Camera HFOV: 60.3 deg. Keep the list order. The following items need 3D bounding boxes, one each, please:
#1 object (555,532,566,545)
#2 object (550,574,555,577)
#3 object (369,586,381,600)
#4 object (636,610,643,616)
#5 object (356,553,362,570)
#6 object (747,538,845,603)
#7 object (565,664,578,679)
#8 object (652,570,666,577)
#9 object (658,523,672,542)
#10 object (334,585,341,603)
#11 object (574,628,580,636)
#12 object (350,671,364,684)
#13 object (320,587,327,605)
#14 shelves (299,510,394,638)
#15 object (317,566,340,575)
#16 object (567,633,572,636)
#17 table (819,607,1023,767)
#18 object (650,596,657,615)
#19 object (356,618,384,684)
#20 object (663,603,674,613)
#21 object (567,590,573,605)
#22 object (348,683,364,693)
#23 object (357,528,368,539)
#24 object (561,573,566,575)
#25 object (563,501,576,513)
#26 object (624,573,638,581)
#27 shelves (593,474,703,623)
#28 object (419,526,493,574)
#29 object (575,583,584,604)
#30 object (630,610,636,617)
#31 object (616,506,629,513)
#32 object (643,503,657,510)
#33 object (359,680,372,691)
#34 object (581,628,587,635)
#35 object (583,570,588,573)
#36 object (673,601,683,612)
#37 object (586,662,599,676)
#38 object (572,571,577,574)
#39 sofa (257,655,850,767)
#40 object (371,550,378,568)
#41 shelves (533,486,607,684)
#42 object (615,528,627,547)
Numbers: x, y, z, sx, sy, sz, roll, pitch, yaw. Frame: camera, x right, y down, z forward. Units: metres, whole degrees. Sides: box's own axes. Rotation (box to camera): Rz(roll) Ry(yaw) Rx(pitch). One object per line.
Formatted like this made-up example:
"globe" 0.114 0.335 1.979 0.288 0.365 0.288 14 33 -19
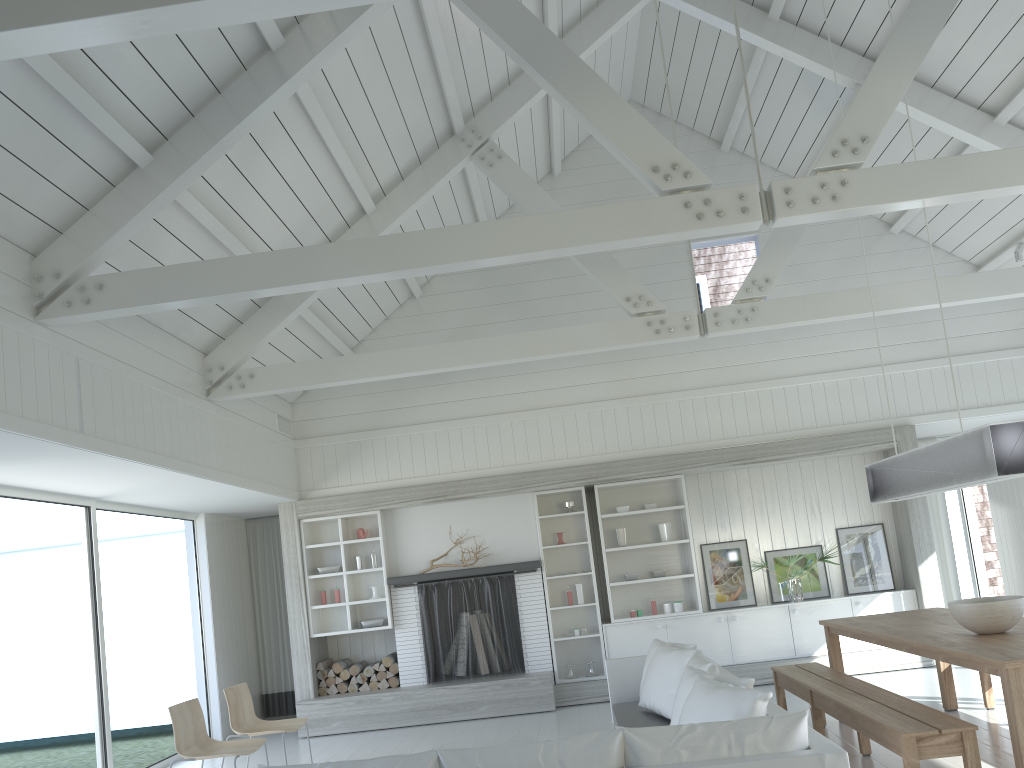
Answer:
"object" 0.515 1.648 9.375 0.137 0.128 0.139 2 -13 -44
"object" 0.424 2.014 9.276 0.054 0.025 0.055 -7 -11 3
"object" -1.453 2.214 9.352 0.136 0.128 0.139 -5 -9 -10
"object" 1.339 2.405 9.259 0.058 0.060 0.058 -4 -9 -19
"object" -1.631 1.888 9.399 0.054 0.194 0.055 -7 -6 4
"object" 2.936 1.908 8.995 0.971 0.622 0.630 -7 -9 1
"object" 0.613 3.009 9.236 0.137 0.128 0.139 2 -13 -44
"object" 1.574 2.025 9.407 0.141 0.065 0.143 -7 -11 3
"object" 1.624 1.569 9.304 0.102 0.194 0.104 0 -10 -42
"object" -1.858 2.234 9.381 0.054 0.194 0.055 -7 -6 4
"object" 0.684 2.608 9.276 0.054 0.070 0.055 -7 -8 2
"object" -1.651 3.147 9.464 0.080 0.079 0.485 -7 -12 1
"object" -2.008 2.253 9.389 0.054 0.194 0.055 -7 -6 4
"shelves" -1.728 2.041 9.500 0.866 1.225 0.555 -7 -7 3
"object" -1.956 1.994 9.427 0.241 0.071 0.246 -4 -12 -12
"object" 0.610 2.641 9.278 0.054 0.025 0.055 -7 -11 3
"table" 2.771 1.849 5.307 0.906 0.753 2.990 -7 -12 2
"object" 1.486 2.318 9.247 0.054 0.194 0.055 -7 -6 2
"object" -1.527 2.858 9.460 0.340 0.636 0.622 -5 -9 -12
"object" 1.649 2.355 9.271 0.092 0.094 0.090 -13 -11 36
"object" 0.611 2.237 9.315 0.054 0.194 0.055 -7 -6 2
"object" -1.653 3.223 9.478 0.105 0.113 0.524 -7 -12 2
"object" -1.603 1.600 9.415 0.059 0.125 0.234 0 -12 -42
"object" 0.546 2.010 9.324 0.054 0.025 0.055 -7 -11 3
"object" 0.615 1.315 9.374 0.163 0.122 0.162 -14 -12 35
"object" 1.258 2.036 9.283 0.141 0.065 0.143 -7 -11 3
"shelves" 1.429 1.765 9.443 0.939 1.427 0.612 -7 -7 3
"object" -0.551 1.700 9.201 0.781 0.496 0.464 -1 -10 -27
"object" 0.715 2.216 9.307 0.072 0.209 0.072 -7 -7 2
"object" 1.268 2.404 9.237 0.054 0.070 0.055 -4 -9 -18
"object" 1.176 1.338 9.357 0.141 0.065 0.143 -7 -11 3
"object" 1.491 1.328 9.480 0.141 0.065 0.143 -7 -11 3
"object" -1.523 3.240 9.476 0.134 0.145 0.556 -7 -12 2
"object" 0.758 2.603 9.269 0.058 0.060 0.058 -7 -9 2
"object" 0.788 2.002 9.419 0.054 0.025 0.055 -7 -11 3
"object" 1.737 2.321 9.199 0.086 0.110 0.085 -13 -10 38
"object" 0.830 2.981 9.224 0.137 0.128 0.139 2 -13 -44
"object" 0.667 2.006 9.371 0.054 0.025 0.055 -7 -11 3
"sofa" -0.279 2.245 5.473 3.478 0.729 4.192 -7 -12 3
"object" -1.467 1.867 9.390 0.054 0.194 0.055 -7 -6 4
"shelves" 0.625 2.143 9.461 0.541 1.977 0.612 -7 -7 3
"object" 1.159 1.629 9.330 0.103 0.194 0.104 -7 -7 3
